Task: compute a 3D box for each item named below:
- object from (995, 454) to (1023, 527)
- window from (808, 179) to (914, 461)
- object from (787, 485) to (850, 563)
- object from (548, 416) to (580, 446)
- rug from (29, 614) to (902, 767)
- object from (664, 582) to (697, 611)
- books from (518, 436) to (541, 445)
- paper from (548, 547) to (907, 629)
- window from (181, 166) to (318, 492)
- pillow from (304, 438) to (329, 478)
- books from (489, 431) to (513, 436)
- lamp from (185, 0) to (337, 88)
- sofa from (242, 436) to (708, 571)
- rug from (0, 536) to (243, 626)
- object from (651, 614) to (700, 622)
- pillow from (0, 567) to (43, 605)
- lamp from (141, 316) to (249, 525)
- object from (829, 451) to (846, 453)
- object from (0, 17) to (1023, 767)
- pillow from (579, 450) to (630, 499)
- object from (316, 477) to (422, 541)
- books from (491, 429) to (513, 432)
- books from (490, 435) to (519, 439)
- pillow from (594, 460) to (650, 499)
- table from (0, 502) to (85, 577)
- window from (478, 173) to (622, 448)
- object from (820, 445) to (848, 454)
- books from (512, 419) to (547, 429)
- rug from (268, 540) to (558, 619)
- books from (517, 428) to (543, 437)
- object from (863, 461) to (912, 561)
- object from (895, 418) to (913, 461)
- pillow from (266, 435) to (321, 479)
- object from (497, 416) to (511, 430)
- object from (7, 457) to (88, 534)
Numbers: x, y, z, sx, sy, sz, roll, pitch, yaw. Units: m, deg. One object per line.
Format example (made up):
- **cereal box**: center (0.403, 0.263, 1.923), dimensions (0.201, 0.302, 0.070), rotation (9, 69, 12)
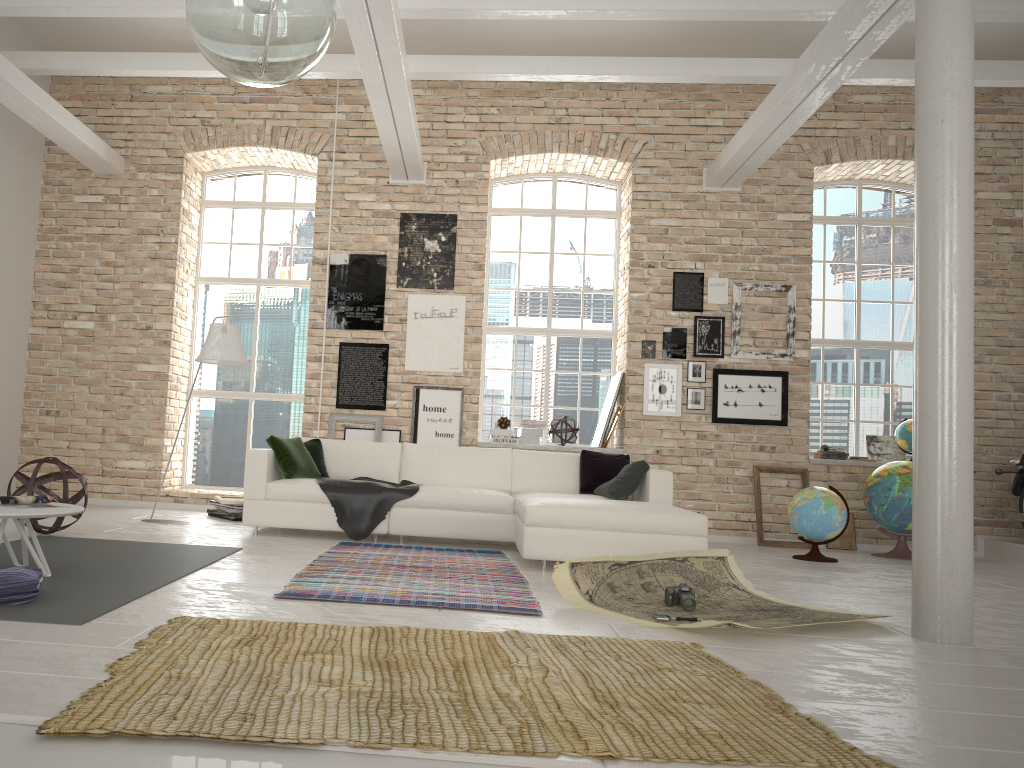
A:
- **object**: center (4.677, 0.718, 7.221), dimensions (0.809, 1.328, 2.181), rotation (3, -5, -6)
- **window**: center (3.876, -1.110, 3.743), dimensions (1.436, 2.988, 11.370), rotation (3, -5, -2)
- **object**: center (2.517, 1.146, 7.361), dimensions (0.478, 0.631, 0.417), rotation (-1, -6, 42)
- **object**: center (0.522, 0.473, 8.986), dimensions (0.302, 0.307, 0.310), rotation (3, -5, -7)
- **rug**: center (-0.207, 0.947, 2.916), dimensions (2.194, 0.021, 1.543), rotation (3, -5, -3)
- **object**: center (0.864, 1.073, 4.515), dimensions (0.150, 0.124, 0.168), rotation (3, -4, 1)
- **books**: center (0.186, 0.589, 9.296), dimensions (0.243, 0.088, 0.311), rotation (2, -5, 5)
- **paper**: center (1.076, 1.007, 4.413), dimensions (1.378, 0.265, 1.127), rotation (6, -5, -33)
- **window**: center (-2.598, -1.066, 4.333), dimensions (1.436, 3.654, 11.370), rotation (3, -5, -2)
- **pillow**: center (-1.775, 0.639, 7.585), dimensions (0.384, 0.365, 0.335), rotation (7, -6, -42)
- **books**: center (-0.113, 0.507, 9.044), dimensions (0.199, 0.040, 0.199), rotation (4, -5, -12)
- **lamp**: center (-0.814, -1.778, 3.021), dimensions (0.522, 1.598, 0.482), rotation (1, -5, 16)
- **sofa**: center (-0.446, 0.874, 6.801), dimensions (3.317, 0.841, 2.150), rotation (3, -5, 3)
- **rug**: center (-2.455, 0.983, 4.768), dimensions (1.444, 0.041, 2.707), rotation (3, -5, -2)
- **object**: center (0.770, 1.088, 4.131), dimensions (0.228, 0.019, 0.097), rotation (3, -5, 0)
- **pillow**: center (-2.181, 0.863, 3.775), dimensions (0.338, 0.164, 0.371), rotation (5, -5, -23)
- **lamp**: center (-2.688, 0.310, 7.612), dimensions (1.070, 1.775, 0.421), rotation (-1, -5, 36)
- **object**: center (3.162, 0.672, 8.831), dimensions (0.216, 0.021, 0.157), rotation (3, -5, 2)
- **object**: center (0.230, -1.314, 4.122), dimensions (10.230, 4.797, 11.766), rotation (3, -5, 1)
- **pillow**: center (0.769, 0.749, 7.394), dimensions (0.432, 0.390, 0.239), rotation (2, -4, 4)
- **object**: center (-1.162, 0.998, 7.204), dimensions (0.900, 0.464, 0.772), rotation (3, -5, 0)
- **books**: center (-0.105, 0.473, 9.045), dimensions (0.181, 0.030, 0.179), rotation (4, -5, -9)
- **books**: center (-0.082, 0.538, 9.026), dimensions (0.272, 0.024, 0.218), rotation (3, -5, -1)
- **pillow**: center (0.857, 0.739, 6.974), dimensions (0.336, 0.305, 0.423), rotation (3, -5, -9)
- **table**: center (-2.613, 0.776, 4.421), dimensions (0.948, 0.342, 0.875), rotation (2, -5, 16)
- **window**: center (0.661, -1.253, 4.049), dimensions (1.436, 2.988, 11.370), rotation (3, -5, -2)
- **object**: center (3.198, 0.657, 8.846), dimensions (0.101, 0.090, 0.446), rotation (-2, -6, 43)
- **books**: center (0.184, 0.421, 9.304), dimensions (0.294, 0.085, 0.237), rotation (4, -5, -17)
- **rug**: center (-0.590, 1.136, 5.420), dimensions (1.413, 0.008, 2.673), rotation (3, -5, -2)
- **books**: center (0.190, 0.506, 9.304), dimensions (0.237, 0.088, 0.319), rotation (3, -5, -5)
- **object**: center (3.508, 1.123, 7.975), dimensions (0.625, 0.924, 0.686), rotation (4, -5, -23)
- **object**: center (3.970, 0.569, 8.812), dimensions (0.337, 0.465, 0.323), rotation (2, -4, 7)
- **pillow**: center (-1.792, 0.601, 7.311), dimensions (0.323, 0.343, 0.393), rotation (0, -5, 26)
- **object**: center (-0.082, 0.399, 9.099), dimensions (0.151, 0.137, 0.135), rotation (0, -5, 29)
- **object**: center (-3.298, 0.791, 6.341), dimensions (0.514, 0.543, 0.569), rotation (5, -5, -23)
